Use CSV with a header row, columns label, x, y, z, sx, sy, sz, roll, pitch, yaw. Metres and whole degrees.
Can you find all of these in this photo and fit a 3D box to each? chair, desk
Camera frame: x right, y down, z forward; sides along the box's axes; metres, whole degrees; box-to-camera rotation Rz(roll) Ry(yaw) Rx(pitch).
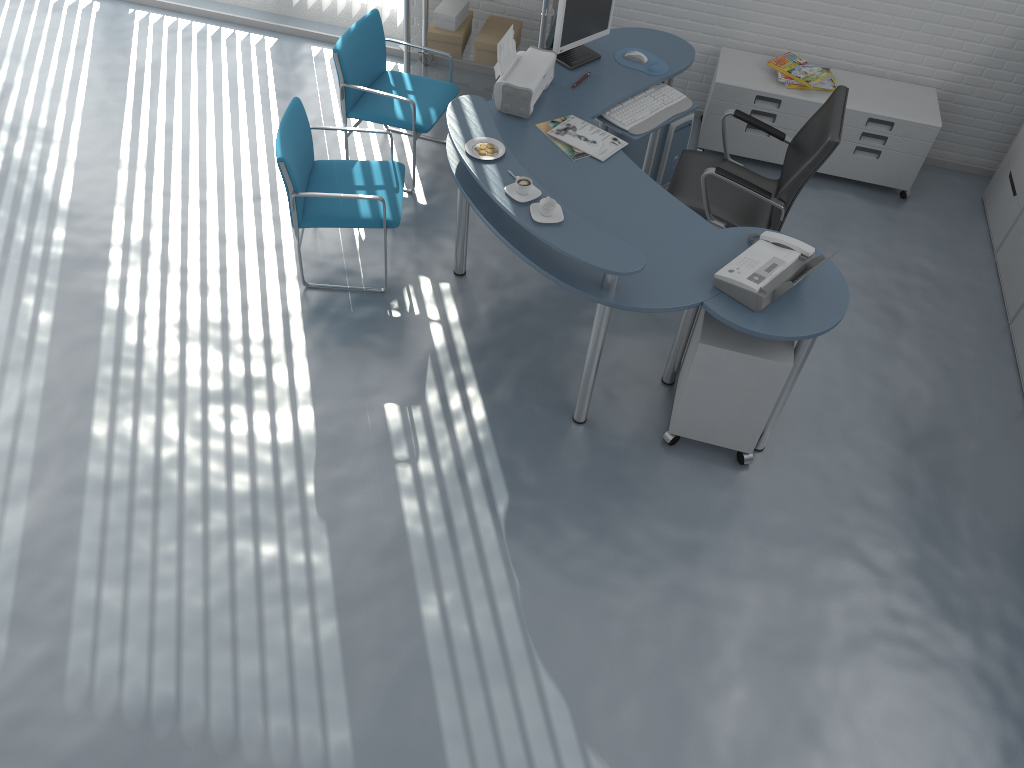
label,x,y,z,sx,sy,sz,roll,pitch,yaw
chair,-0.778,-0.875,4.123,0.543,0.707,0.542,2,48,-5
desk,0.394,-0.773,4.035,1.402,0.900,2.282,-5,49,-11
chair,1.100,-0.956,4.249,0.652,0.948,0.584,17,48,9
chair,-0.608,-1.500,4.707,0.543,0.707,0.542,17,48,9

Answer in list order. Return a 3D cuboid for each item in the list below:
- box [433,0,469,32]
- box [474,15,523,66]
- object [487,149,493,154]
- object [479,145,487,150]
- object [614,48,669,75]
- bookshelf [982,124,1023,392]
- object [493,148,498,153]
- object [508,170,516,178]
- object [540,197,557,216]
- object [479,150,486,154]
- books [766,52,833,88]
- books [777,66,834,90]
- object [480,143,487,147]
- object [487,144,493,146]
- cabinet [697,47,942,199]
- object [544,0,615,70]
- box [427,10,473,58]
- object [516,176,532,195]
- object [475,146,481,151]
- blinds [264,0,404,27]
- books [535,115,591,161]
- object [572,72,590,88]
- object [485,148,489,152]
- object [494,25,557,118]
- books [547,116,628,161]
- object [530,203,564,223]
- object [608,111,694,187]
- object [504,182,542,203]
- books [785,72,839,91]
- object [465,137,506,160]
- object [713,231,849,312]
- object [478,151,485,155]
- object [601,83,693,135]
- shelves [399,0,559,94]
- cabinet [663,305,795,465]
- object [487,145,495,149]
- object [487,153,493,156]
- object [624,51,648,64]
label,x,y,z,sx,sy,sz,roll,pitch,yaw
box,-0.355,-2.161,5.172,0.139,0.090,0.234,17,48,9
box,-0.080,-2.019,5.226,0.207,0.133,0.347,14,48,6
object,-0.086,-0.915,3.486,0.025,0.005,0.027,7,48,0
object,-0.114,-0.932,3.498,0.025,0.005,0.027,17,48,9
object,0.648,-1.610,4.385,0.285,0.026,0.213,23,50,14
bookshelf,2.797,-0.619,4.003,0.521,1.141,2.294,13,48,6
object,-0.069,-0.923,3.500,0.025,0.005,0.027,-11,50,-16
object,0.014,-0.792,3.386,0.025,0.021,0.119,-20,53,-23
object,0.134,-0.645,3.240,0.062,0.049,0.078,30,52,19
object,-0.115,-0.909,3.477,0.027,0.005,0.025,-2,48,-8
books,1.605,-1.754,4.949,0.210,0.020,0.300,-31,58,-29
books,1.636,-1.726,4.954,0.300,0.020,0.210,9,48,2
object,-0.113,-0.946,3.516,0.025,0.005,0.027,-25,55,-26
object,-0.086,-0.946,3.519,0.025,0.005,0.027,-11,50,-16
cabinet,1.751,-1.515,5.144,1.259,0.484,0.447,13,48,5
object,0.307,-1.756,4.213,0.365,0.417,0.212,-33,59,-30
box,-0.364,-2.087,5.254,0.207,0.133,0.347,10,48,2
object,0.043,-0.741,3.316,0.062,0.049,0.078,6,48,-1
object,-0.131,-0.927,3.498,0.025,0.005,0.027,-29,57,-28
blinds,-2.523,-3.769,4.794,4.001,2.955,0.158,13,48,6
books,0.266,-1.080,3.877,0.200,0.005,0.300,-22,54,-24
object,0.326,-1.438,4.201,0.013,0.013,0.178,27,51,17
object,-0.097,-0.923,3.498,0.025,0.005,0.027,2,48,-4
object,0.054,-1.417,3.975,0.197,0.273,0.392,17,48,9
books,0.330,-1.074,3.876,0.300,0.010,0.200,33,53,21
object,0.127,-0.625,3.253,0.119,0.016,0.119,-2,48,-9
object,0.748,-1.397,4.963,0.199,0.422,0.471,-31,58,-29
object,0.041,-0.720,3.329,0.119,0.016,0.119,-28,57,-28
books,1.663,-1.712,4.972,0.300,0.020,0.210,2,48,-5
object,-0.105,-0.925,3.497,0.162,0.011,0.162,-24,55,-25
object,0.988,-0.487,3.239,0.399,0.280,0.405,38,54,25
object,-0.119,-0.907,3.480,0.027,0.005,0.025,-8,49,-13
object,0.637,-1.322,4.214,0.276,0.028,0.478,38,55,25
shelves,-0.178,-2.103,5.206,0.896,0.848,0.441,14,48,6
cabinet,0.908,-0.086,3.675,0.383,0.605,0.559,15,48,7
object,-0.084,-0.938,3.507,0.027,0.005,0.025,-21,54,-23
object,-0.086,-0.901,3.479,0.027,0.005,0.025,5,48,-2
object,0.615,-1.621,4.381,0.115,0.035,0.054,21,49,12
